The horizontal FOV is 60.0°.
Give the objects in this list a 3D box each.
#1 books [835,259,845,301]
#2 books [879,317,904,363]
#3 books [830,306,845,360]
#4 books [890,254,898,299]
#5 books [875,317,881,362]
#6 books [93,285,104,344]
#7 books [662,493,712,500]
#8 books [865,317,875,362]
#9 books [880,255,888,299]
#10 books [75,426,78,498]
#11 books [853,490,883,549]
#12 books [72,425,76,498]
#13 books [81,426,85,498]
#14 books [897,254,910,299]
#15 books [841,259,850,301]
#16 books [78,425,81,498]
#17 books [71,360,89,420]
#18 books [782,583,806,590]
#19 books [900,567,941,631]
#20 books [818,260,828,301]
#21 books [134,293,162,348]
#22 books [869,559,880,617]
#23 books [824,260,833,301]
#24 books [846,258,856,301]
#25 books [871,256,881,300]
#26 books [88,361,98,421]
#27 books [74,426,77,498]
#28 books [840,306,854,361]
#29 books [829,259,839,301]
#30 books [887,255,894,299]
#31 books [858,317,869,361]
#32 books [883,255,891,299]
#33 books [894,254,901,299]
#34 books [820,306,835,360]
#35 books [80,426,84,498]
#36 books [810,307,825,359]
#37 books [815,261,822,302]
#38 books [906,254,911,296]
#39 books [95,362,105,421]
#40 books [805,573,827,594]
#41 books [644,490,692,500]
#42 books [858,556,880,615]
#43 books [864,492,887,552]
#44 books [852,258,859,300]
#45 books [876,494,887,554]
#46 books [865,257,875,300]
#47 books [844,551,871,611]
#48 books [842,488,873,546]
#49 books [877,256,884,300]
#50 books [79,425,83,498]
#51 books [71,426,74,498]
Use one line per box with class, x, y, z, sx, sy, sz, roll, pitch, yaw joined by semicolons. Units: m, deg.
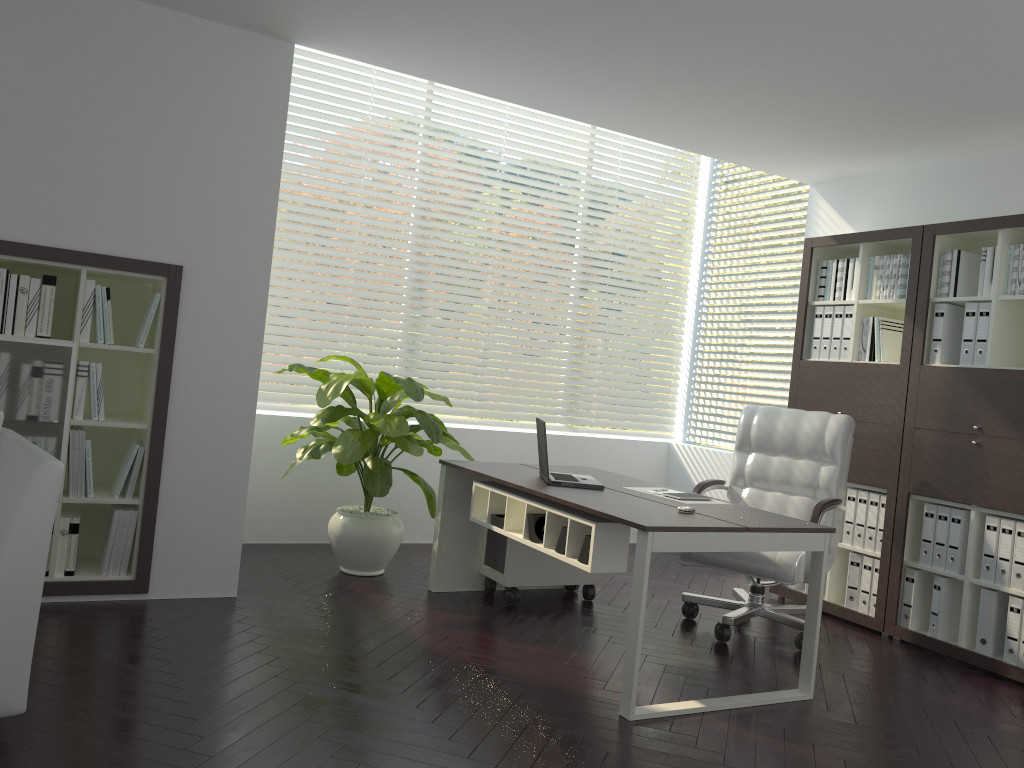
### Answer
books;2.040;-0.610;5.342;0.207;0.258;0.040;6;0;-29
books;2.175;-0.242;5.061;0.207;0.258;0.058;6;0;-29
books;2.030;-0.289;5.294;0.262;0.320;0.072;6;0;-29
books;2.224;-0.588;5.013;0.207;0.258;0.021;6;0;-29
books;2.154;-0.244;5.077;0.207;0.259;0.060;6;0;-28
books;-1.867;-0.313;4.001;0.060;0.259;0.207;6;0;-29
books;0.818;0.524;4.136;0.205;0.012;0.126;6;1;-32
books;2.129;-0.247;5.118;0.207;0.258;0.040;6;0;-29
books;2.192;-0.592;5.072;0.207;0.258;0.021;6;0;-29
books;-1.960;0.348;3.988;0.032;0.297;0.211;6;0;-29
books;2.064;0.769;5.026;0.262;0.320;0.072;6;0;-29
books;-1.969;0.344;3.983;0.032;0.303;0.219;6;0;-29
books;-1.936;0.350;4.001;0.032;0.297;0.211;6;0;-29
books;2.245;-0.585;4.974;0.207;0.258;0.021;6;0;-29
books;2.061;-0.607;5.315;0.207;0.258;0.021;6;0;-28
books;-1.951;0.346;3.997;0.032;0.299;0.214;6;0;-29
books;-1.944;0.023;3.989;0.040;0.258;0.207;6;0;-29
books;1.792;1.095;5.453;0.262;0.320;0.072;6;0;-30
books;2.192;1.142;4.722;0.262;0.320;0.072;6;0;-30
books;1.981;-0.617;5.465;0.207;0.258;0.040;6;0;-28
books;-1.686;-0.293;4.101;0.077;0.255;0.208;6;0;-28
books;2.101;1.131;4.889;0.262;0.320;0.072;6;0;-27
books;2.003;-0.614;5.426;0.207;0.258;0.040;6;0;-29
books;2.083;-0.605;5.285;0.207;0.258;0.040;6;0;-29
books;2.165;-0.595;5.121;0.207;0.258;0.040;6;0;-29
books;-1.896;0.028;4.010;0.060;0.259;0.208;6;0;-28
books;-1.965;0.348;3.985;0.032;0.297;0.211;6;0;-29
books;2.066;-0.284;5.227;0.262;0.320;0.072;6;0;-28
books;2.021;-0.612;5.385;0.207;0.258;0.040;6;0;-28
books;2.213;-0.589;5.033;0.207;0.258;0.021;6;0;-29
books;2.111;-0.249;5.162;0.207;0.258;0.040;6;0;-28
books;2.202;-0.590;5.052;0.207;0.258;0.021;6;0;-29
books;2.234;-0.586;4.994;0.207;0.258;0.021;6;0;-29
books;1.993;-0.293;5.361;0.262;0.320;0.072;6;0;-29
books;-1.940;0.350;3.998;0.032;0.297;0.212;6;0;-29
books;1.956;-0.298;5.428;0.262;0.320;0.072;6;0;-30
books;1.965;-0.619;5.496;0.207;0.258;0.021;6;0;-29
books;2.278;-0.581;4.924;0.207;0.258;0.040;6;0;-28
books;-1.874;0.030;4.022;0.060;0.259;0.207;6;0;-29
books;1.856;1.102;5.327;0.072;0.320;0.262;6;0;40
books;0.787;0.525;4.222;0.205;0.012;0.240;5;1;-41
books;2.064;1.127;4.956;0.262;0.320;0.072;6;0;-29
books;2.101;0.773;4.959;0.262;0.320;0.072;6;0;-29
books;2.102;-0.602;5.242;0.207;0.258;0.040;6;0;-29
books;2.138;0.778;4.891;0.262;0.320;0.072;6;0;-27
books;2.147;-0.597;5.165;0.207;0.258;0.040;6;0;-28
books;1.997;1.119;5.071;0.072;0.320;0.262;6;0;41
books;2.028;0.765;5.093;0.262;0.320;0.072;6;0;-29
books;2.181;-0.593;5.091;0.207;0.258;0.021;6;0;-29
books;-1.947;0.346;3.999;0.032;0.299;0.214;6;0;-29
books;-1.975;0.346;3.980;0.032;0.297;0.211;6;0;-29
